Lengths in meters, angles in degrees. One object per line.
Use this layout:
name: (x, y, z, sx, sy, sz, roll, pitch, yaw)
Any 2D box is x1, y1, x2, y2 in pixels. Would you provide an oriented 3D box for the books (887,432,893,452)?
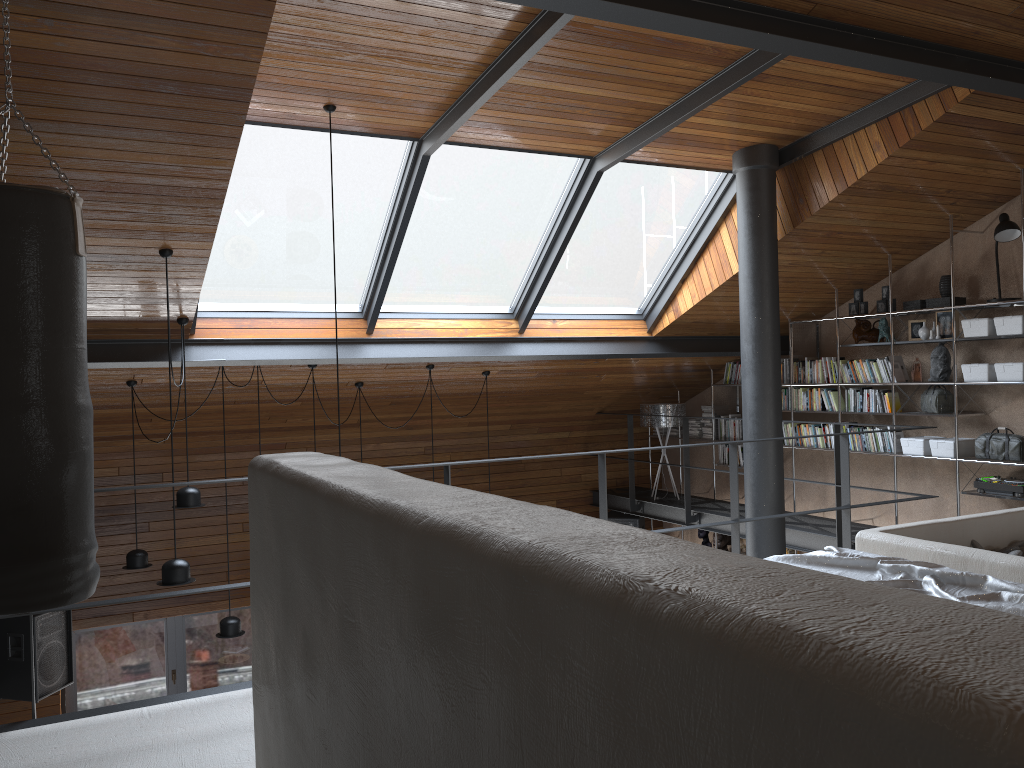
books: (3.198, 0.478, 7.396, 0.148, 0.175, 0.046, -2, 0, -27)

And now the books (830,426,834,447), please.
books: (2.909, 0.469, 7.918, 0.131, 0.205, 0.051, -2, 0, -27)

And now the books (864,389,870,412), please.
books: (3.072, 0.142, 7.591, 0.148, 0.190, 0.013, -2, 0, -27)

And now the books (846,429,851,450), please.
books: (2.987, 0.479, 7.759, 0.131, 0.180, 0.042, -2, 0, -27)

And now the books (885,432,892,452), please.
books: (3.188, 0.481, 7.406, 0.146, 0.171, 0.054, -2, 0, -27)

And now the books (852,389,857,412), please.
books: (3.022, 0.142, 7.723, 0.148, 0.190, 0.013, -2, 0, -27)

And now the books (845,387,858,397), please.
books: (3.011, 0.133, 7.802, 0.207, 0.207, 0.010, -2, 0, -27)

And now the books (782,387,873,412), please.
books: (2.818, 0.135, 8.082, 0.138, 0.212, 1.040, -2, 0, -27)

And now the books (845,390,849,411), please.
books: (2.982, 0.143, 7.775, 0.148, 0.190, 0.013, -2, 0, -27)

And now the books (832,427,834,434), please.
books: (2.921, 0.475, 7.890, 0.138, 0.191, 0.049, -2, 0, -27)

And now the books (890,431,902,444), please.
books: (3.204, 0.473, 7.365, 0.129, 0.186, 0.050, -2, 0, -27)

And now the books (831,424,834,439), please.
books: (2.915, 0.464, 7.906, 0.137, 0.216, 0.049, -2, 0, -27)

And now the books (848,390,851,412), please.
books: (3.010, 0.143, 7.758, 0.169, 0.189, 0.018, -2, 0, -27)

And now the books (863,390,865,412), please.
books: (3.065, 0.143, 7.618, 0.129, 0.188, 0.010, -2, 0, -27)

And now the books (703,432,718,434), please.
books: (2.179, 0.509, 9.412, 0.252, 0.016, 0.182, -2, 0, -23)

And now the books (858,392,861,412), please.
books: (3.048, 0.151, 7.660, 0.146, 0.171, 0.018, -2, 0, -27)

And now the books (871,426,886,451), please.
books: (3.150, 0.463, 7.550, 0.207, 0.206, 0.053, -2, 0, -27)

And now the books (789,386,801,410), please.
books: (2.679, 0.133, 8.391, 0.143, 0.218, 0.020, -2, 0, -27)

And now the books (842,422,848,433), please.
books: (2.950, 0.453, 7.799, 0.148, 0.233, 0.053, -2, 0, -27)

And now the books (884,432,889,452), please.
books: (3.170, 0.484, 7.413, 0.130, 0.167, 0.046, -2, 0, -27)

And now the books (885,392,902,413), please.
books: (3.179, 0.154, 7.387, 0.129, 0.165, 0.056, -2, 0, -27)

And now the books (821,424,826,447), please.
books: (2.860, 0.460, 8.017, 0.118, 0.220, 0.054, -2, 0, -27)

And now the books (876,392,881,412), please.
books: (3.131, 0.154, 7.462, 0.130, 0.167, 0.046, -2, 0, -27)

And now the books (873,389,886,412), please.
books: (3.118, 0.141, 7.525, 0.148, 0.190, 0.013, -2, 0, -27)

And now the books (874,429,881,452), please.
books: (3.149, 0.473, 7.505, 0.169, 0.188, 0.058, -2, 0, -27)

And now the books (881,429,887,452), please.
books: (3.175, 0.473, 7.444, 0.160, 0.187, 0.060, -2, 0, -27)

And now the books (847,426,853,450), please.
books: (3.000, 0.468, 7.752, 0.137, 0.201, 0.047, -2, 0, -27)

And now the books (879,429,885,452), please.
books: (3.162, 0.472, 7.470, 0.148, 0.189, 0.053, -2, 0, -27)

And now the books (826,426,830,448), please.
books: (2.887, 0.476, 7.967, 0.126, 0.197, 0.047, -2, 0, -27)

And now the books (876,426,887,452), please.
books: (3.167, 0.463, 7.499, 0.191, 0.205, 0.055, -2, 0, -27)

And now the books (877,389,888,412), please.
books: (3.133, 0.142, 7.493, 0.129, 0.188, 0.010, -2, 0, -27)

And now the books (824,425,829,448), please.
books: (2.878, 0.470, 7.982, 0.123, 0.203, 0.054, -2, 0, -27)

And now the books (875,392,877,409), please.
books: (3.133, 0.149, 7.518, 0.136, 0.173, 0.014, -2, 0, -27)

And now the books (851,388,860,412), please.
books: (3.037, 0.135, 7.744, 0.192, 0.204, 0.012, -2, 0, -27)

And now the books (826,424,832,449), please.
books: (2.890, 0.466, 7.955, 0.133, 0.218, 0.051, -2, 0, -27)

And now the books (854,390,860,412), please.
books: (3.035, 0.143, 7.696, 0.160, 0.187, 0.021, -2, 0, -27)

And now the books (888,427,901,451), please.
books: (3.204, 0.458, 7.384, 0.143, 0.217, 0.066, -2, 0, -27)

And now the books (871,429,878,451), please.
books: (3.122, 0.473, 7.522, 0.148, 0.189, 0.053, -2, 0, -27)

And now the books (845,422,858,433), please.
books: (2.993, 0.452, 7.782, 0.148, 0.233, 0.053, -2, 0, -27)

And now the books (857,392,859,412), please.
books: (3.031, 0.154, 7.666, 0.130, 0.169, 0.010, -2, 0, -27)

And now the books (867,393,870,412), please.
books: (3.088, 0.156, 7.567, 0.143, 0.161, 0.019, -2, 0, -27)

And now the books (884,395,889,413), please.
books: (3.170, 0.163, 7.400, 0.131, 0.147, 0.045, -2, 0, -27)

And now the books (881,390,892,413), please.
books: (3.154, 0.143, 7.411, 0.129, 0.186, 0.050, -2, 0, -27)

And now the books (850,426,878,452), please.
books: (3.056, 0.468, 7.638, 0.136, 0.210, 0.273, -2, 0, -27)

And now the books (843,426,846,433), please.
books: (2.982, 0.467, 7.787, 0.149, 0.205, 0.049, -2, 0, -27)

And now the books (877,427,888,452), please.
books: (3.177, 0.465, 7.491, 0.192, 0.202, 0.055, -2, 0, -27)

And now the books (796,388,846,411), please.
books: (2.810, 0.139, 8.054, 0.139, 0.208, 0.494, -2, 0, -27)

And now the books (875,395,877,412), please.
books: (3.124, 0.164, 7.500, 0.128, 0.143, 0.009, -2, 0, -27)

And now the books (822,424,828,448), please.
books: (2.876, 0.463, 8.003, 0.155, 0.215, 0.055, -2, 0, -27)

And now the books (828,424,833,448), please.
books: (2.907, 0.465, 7.949, 0.137, 0.216, 0.049, -2, 0, -27)

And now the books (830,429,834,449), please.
books: (2.909, 0.480, 7.933, 0.120, 0.188, 0.048, -2, 0, -27)

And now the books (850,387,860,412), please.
books: (3.028, 0.133, 7.752, 0.191, 0.207, 0.012, -2, 0, -27)

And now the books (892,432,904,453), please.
books: (3.212, 0.483, 7.357, 0.130, 0.166, 0.046, -2, 0, -27)

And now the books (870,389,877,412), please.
books: (3.107, 0.138, 7.555, 0.146, 0.195, 0.023, -2, 0, -27)

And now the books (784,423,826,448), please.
books: (2.741, 0.472, 8.210, 0.139, 0.211, 0.467, -2, 0, -27)

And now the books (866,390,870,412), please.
books: (3.082, 0.142, 7.582, 0.148, 0.190, 0.013, -2, 0, -27)

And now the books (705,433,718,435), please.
books: (2.186, 0.523, 9.414, 0.217, 0.013, 0.161, -2, 0, -27)

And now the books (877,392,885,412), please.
books: (3.144, 0.154, 7.453, 0.148, 0.167, 0.053, -2, 0, -27)
